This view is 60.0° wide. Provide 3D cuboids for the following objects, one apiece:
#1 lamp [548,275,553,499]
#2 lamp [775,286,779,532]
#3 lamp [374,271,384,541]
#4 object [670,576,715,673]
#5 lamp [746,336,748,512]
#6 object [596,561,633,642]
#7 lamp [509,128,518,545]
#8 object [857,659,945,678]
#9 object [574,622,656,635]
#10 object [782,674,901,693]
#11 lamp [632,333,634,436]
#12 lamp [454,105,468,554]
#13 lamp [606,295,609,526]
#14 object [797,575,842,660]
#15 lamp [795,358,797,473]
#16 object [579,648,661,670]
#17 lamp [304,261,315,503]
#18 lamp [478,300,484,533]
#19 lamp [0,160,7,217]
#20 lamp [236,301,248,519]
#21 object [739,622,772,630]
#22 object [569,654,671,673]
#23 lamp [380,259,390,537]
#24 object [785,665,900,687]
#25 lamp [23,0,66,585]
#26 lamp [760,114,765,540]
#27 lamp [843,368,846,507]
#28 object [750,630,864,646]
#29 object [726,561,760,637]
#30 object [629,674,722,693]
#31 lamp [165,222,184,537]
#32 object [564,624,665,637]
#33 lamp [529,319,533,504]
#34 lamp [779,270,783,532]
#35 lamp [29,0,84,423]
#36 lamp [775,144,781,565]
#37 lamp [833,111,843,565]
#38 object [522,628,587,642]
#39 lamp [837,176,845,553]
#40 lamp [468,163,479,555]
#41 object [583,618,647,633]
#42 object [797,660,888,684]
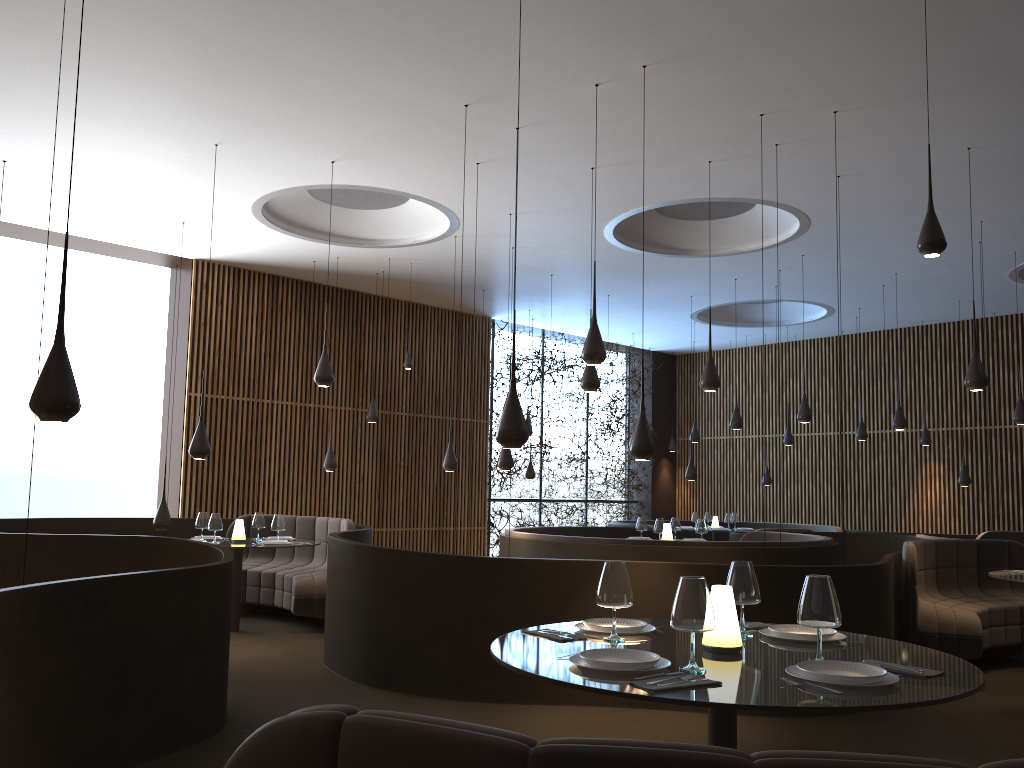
[{"bbox_3d":[0.526,1.513,12.778,0.196,6.260,0.196,1,-6,2],"label":"lamp"},{"bbox_3d":[3.951,1.629,13.166,0.196,6.260,0.196,2,-6,-8],"label":"lamp"},{"bbox_3d":[-1.952,1.460,12.743,0.196,6.260,0.196,5,-7,-35],"label":"lamp"},{"bbox_3d":[0.580,0.769,2.845,0.142,0.294,0.142,3,-6,-19],"label":"object"},{"bbox_3d":[4.605,2.158,17.329,0.196,6.260,0.196,4,-6,-28],"label":"lamp"},{"bbox_3d":[0.394,0.835,3.412,0.142,0.294,0.142,-2,-7,31],"label":"object"},{"bbox_3d":[-0.014,0.853,7.541,0.196,6.260,0.196,5,-7,-38],"label":"lamp"},{"bbox_3d":[1.263,0.935,2.913,0.126,0.017,0.262,7,-9,-39],"label":"object"},{"bbox_3d":[0.421,1.000,3.629,0.332,0.014,0.332,6,-9,-34],"label":"object"},{"bbox_3d":[1.015,0.902,2.734,0.411,0.012,0.204,8,-10,-43],"label":"object"},{"bbox_3d":[2.343,2.110,17.304,0.196,6.260,0.196,3,-6,-18],"label":"lamp"},{"bbox_3d":[-0.444,0.790,7.101,0.196,6.260,0.196,2,-6,-8],"label":"lamp"},{"bbox_3d":[1.497,1.687,14.022,0.196,6.260,0.196,1,-6,2],"label":"lamp"},{"bbox_3d":[1.033,0.795,2.983,0.142,0.294,0.142,-1,-6,16],"label":"object"},{"bbox_3d":[5.538,2.164,17.231,0.196,6.260,0.196,4,-6,-28],"label":"lamp"},{"bbox_3d":[0.350,0.897,2.885,0.263,0.029,0.263,-4,-9,38],"label":"object"},{"bbox_3d":[-2.858,1.381,12.246,0.196,6.260,0.196,5,-7,-35],"label":"lamp"},{"bbox_3d":[-0.510,1.626,13.847,0.196,6.260,0.196,-1,-6,22],"label":"lamp"},{"bbox_3d":[-3.992,1.388,6.562,0.196,6.260,0.196,4,-6,-28],"label":"lamp"},{"bbox_3d":[-3.694,1.984,11.849,0.196,6.260,0.196,-1,-6,22],"label":"lamp"},{"bbox_3d":[1.009,1.041,3.802,0.262,0.017,0.127,6,-8,-33],"label":"object"},{"bbox_3d":[0.350,0.907,2.884,0.332,0.014,0.332,6,-8,-32],"label":"object"},{"bbox_3d":[-1.763,1.375,12.021,0.196,6.260,0.196,3,-6,-15],"label":"lamp"},{"bbox_3d":[1.018,0.902,2.738,0.332,0.014,0.333,2,-7,-4],"label":"object"},{"bbox_3d":[-3.026,0.260,5.619,0.196,6.260,0.196,4,-6,-28],"label":"lamp"},{"bbox_3d":[2.041,0.847,7.166,0.196,6.260,0.196,-2,-7,32],"label":"lamp"},{"bbox_3d":[6.281,2.112,16.695,0.196,6.260,0.196,3,-6,-18],"label":"lamp"},{"bbox_3d":[1.163,1.005,3.539,0.204,0.012,0.411,7,-9,-37],"label":"object"},{"bbox_3d":[0.933,0.868,3.592,0.142,0.294,0.142,-5,-8,44],"label":"object"},{"bbox_3d":[0.483,0.883,2.613,0.262,0.017,0.127,5,-8,-29],"label":"object"},{"bbox_3d":[-4.077,1.144,10.531,0.196,6.260,0.196,-1,-6,22],"label":"lamp"},{"bbox_3d":[0.424,1.002,3.632,0.411,0.012,0.204,7,-9,-39],"label":"object"},{"bbox_3d":[0.319,1.920,16.086,0.196,6.260,0.196,3,-6,-18],"label":"lamp"},{"bbox_3d":[3.727,1.509,12.234,0.196,6.260,0.196,2,-6,-8],"label":"lamp"},{"bbox_3d":[-1.882,-1.310,3.842,0.196,2.954,0.196,4,-6,-28],"label":"lamp"},{"bbox_3d":[2.355,0.931,7.789,0.196,6.260,0.196,3,-6,-18],"label":"lamp"},{"bbox_3d":[2.632,0.849,7.084,0.196,6.260,0.196,-2,-7,32],"label":"lamp"},{"bbox_3d":[0.164,0.983,3.471,0.126,0.017,0.262,6,-9,-35],"label":"object"},{"bbox_3d":[3.200,1.042,8.549,0.196,6.260,0.196,2,-6,-8],"label":"lamp"},{"bbox_3d":[-0.396,0.952,8.395,0.196,6.260,0.196,5,-7,-38],"label":"lamp"},{"bbox_3d":[0.421,0.991,3.630,0.263,0.029,0.264,-1,-7,17],"label":"object"},{"bbox_3d":[1.018,0.892,2.739,0.263,0.029,0.264,4,-7,-19],"label":"object"}]
